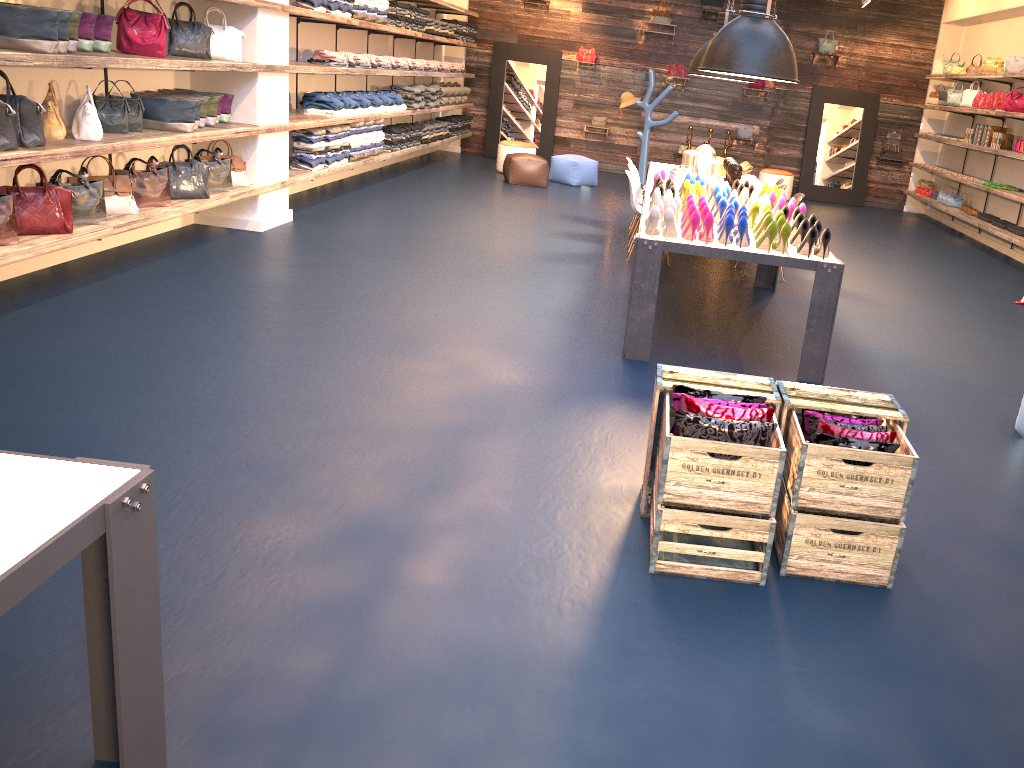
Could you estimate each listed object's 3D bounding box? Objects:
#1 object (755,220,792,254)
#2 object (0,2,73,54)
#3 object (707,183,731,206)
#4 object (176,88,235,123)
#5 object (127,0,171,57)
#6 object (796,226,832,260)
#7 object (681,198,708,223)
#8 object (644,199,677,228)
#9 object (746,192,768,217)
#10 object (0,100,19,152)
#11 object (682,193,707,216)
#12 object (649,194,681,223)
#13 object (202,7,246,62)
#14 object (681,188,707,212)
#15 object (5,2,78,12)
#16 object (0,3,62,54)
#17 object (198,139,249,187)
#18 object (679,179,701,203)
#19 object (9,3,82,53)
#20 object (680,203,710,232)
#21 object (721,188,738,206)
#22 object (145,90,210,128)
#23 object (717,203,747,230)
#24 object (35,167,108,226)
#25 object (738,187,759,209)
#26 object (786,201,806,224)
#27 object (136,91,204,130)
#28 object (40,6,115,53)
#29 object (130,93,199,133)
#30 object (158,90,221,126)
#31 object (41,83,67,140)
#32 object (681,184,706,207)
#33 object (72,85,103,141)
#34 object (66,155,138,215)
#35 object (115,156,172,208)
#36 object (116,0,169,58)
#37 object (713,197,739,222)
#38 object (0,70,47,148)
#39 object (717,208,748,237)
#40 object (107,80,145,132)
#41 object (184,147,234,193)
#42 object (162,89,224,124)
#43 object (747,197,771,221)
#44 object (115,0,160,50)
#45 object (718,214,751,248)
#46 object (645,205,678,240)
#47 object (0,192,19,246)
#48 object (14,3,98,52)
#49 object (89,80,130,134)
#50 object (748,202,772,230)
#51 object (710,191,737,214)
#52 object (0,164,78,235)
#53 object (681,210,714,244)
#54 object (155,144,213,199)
[{"bbox_3d":[1.570,-0.892,5.186,0.204,0.191,0.245,6,19,-3],"label":"object"},{"bbox_3d":[-2.564,-1.885,4.595,0.444,0.226,0.170,-2,19,-24],"label":"object"},{"bbox_3d":[1.634,-1.480,6.800,0.201,0.191,0.249,8,19,4],"label":"object"},{"bbox_3d":[-2.401,-2.173,6.802,0.437,0.230,0.173,1,18,-17],"label":"object"},{"bbox_3d":[-2.469,-2.433,5.856,0.315,0.401,0.129,-3,18,-27],"label":"object"},{"bbox_3d":[1.816,-0.859,5.187,0.201,0.191,0.249,8,19,4],"label":"object"},{"bbox_3d":[1.217,-1.134,5.712,0.198,0.191,0.252,9,19,8],"label":"object"},{"bbox_3d":[0.942,-1.069,5.436,0.205,0.191,0.244,5,19,-4],"label":"object"},{"bbox_3d":[1.844,-1.353,6.532,0.201,0.191,0.249,8,19,4],"label":"object"},{"bbox_3d":[-2.668,-1.368,4.305,0.424,0.377,0.197,7,17,1],"label":"object"},{"bbox_3d":[1.271,-1.221,5.966,0.197,0.191,0.254,10,19,11],"label":"object"},{"bbox_3d":[1.016,-1.158,5.704,0.208,0.191,0.240,3,19,-9],"label":"object"},{"bbox_3d":[-2.246,-2.660,6.592,0.463,0.377,0.180,-10,23,-41],"label":"object"},{"bbox_3d":[1.321,-1.313,6.234,0.201,0.191,0.249,8,19,4],"label":"object"},{"bbox_3d":[-2.684,-2.016,4.912,0.438,0.230,0.173,1,18,-18],"label":"object"},{"bbox_3d":[-2.533,-1.824,4.441,0.436,0.226,0.174,1,18,-16],"label":"object"},{"bbox_3d":[-2.296,-1.754,6.884,0.417,0.359,0.167,-11,24,-43],"label":"object"},{"bbox_3d":[1.404,-1.510,6.796,0.199,0.191,0.251,9,19,7],"label":"object"},{"bbox_3d":[-2.597,-1.949,4.765,0.442,0.230,0.171,-1,19,-22],"label":"object"},{"bbox_3d":[1.166,-1.045,5.452,0.201,0.191,0.249,8,19,4],"label":"object"},{"bbox_3d":[1.618,-1.384,6.532,0.201,0.191,0.249,8,19,4],"label":"object"},{"bbox_3d":[-2.408,-1.976,6.267,0.443,0.230,0.171,-1,19,-22],"label":"object"},{"bbox_3d":[1.466,-1.108,5.733,0.202,0.191,0.248,7,19,2],"label":"object"},{"bbox_3d":[-2.536,-1.090,5.042,0.410,0.331,0.202,-11,24,-43],"label":"object"},{"bbox_3d":[1.838,-1.446,6.782,0.203,0.191,0.246,6,19,0],"label":"object"},{"bbox_3d":[2.023,-1.226,6.254,0.203,0.191,0.247,7,19,0],"label":"object"},{"bbox_3d":[-2.394,-1.911,6.089,0.445,0.226,0.170,-2,19,-25],"label":"object"},{"bbox_3d":[-2.648,-2.149,5.285,0.436,0.230,0.174,1,18,-16],"label":"object"},{"bbox_3d":[-2.364,-1.845,5.922,0.437,0.226,0.174,1,18,-17],"label":"object"},{"bbox_3d":[-2.392,-2.041,6.450,0.439,0.230,0.173,0,18,-18],"label":"object"},{"bbox_3d":[-2.651,-1.571,4.976,0.166,0.302,0.324,-3,20,-25],"label":"object"},{"bbox_3d":[1.379,-1.409,6.513,0.201,0.191,0.249,8,19,4],"label":"object"},{"bbox_3d":[-2.510,-1.606,5.123,0.166,0.302,0.324,-3,20,-25],"label":"object"},{"bbox_3d":[-2.554,-1.238,5.395,0.417,0.359,0.167,-11,24,-43],"label":"object"},{"bbox_3d":[-2.430,-1.344,5.762,0.202,0.331,0.410,20,23,39],"label":"object"},{"bbox_3d":[-2.389,-2.304,5.606,0.206,0.354,0.267,15,20,28],"label":"object"},{"bbox_3d":[1.482,-1.199,5.984,0.201,0.191,0.249,8,19,4],"label":"object"},{"bbox_3d":[-2.651,-1.446,4.520,0.433,0.377,0.193,5,17,-6],"label":"object"},{"bbox_3d":[1.405,-1.023,5.482,0.201,0.191,0.249,8,19,4],"label":"object"},{"bbox_3d":[-2.498,-1.786,5.593,0.256,0.322,0.102,-9,21,-39],"label":"object"},{"bbox_3d":[-2.272,-1.619,6.565,0.410,0.331,0.202,-11,24,-43],"label":"object"},{"bbox_3d":[-2.424,-2.107,6.616,0.443,0.230,0.171,-1,19,-22],"label":"object"},{"bbox_3d":[1.782,-1.261,6.262,0.201,0.191,0.249,8,19,4],"label":"object"},{"bbox_3d":[-2.449,-2.367,5.721,0.215,0.376,0.271,14,19,25],"label":"object"},{"bbox_3d":[1.341,-0.929,5.203,0.197,0.191,0.254,10,19,11],"label":"object"},{"bbox_3d":[0.894,-0.974,5.161,0.198,0.191,0.252,9,19,9],"label":"object"},{"bbox_3d":[-2.673,-0.858,4.360,0.202,0.331,0.410,20,23,39],"label":"object"},{"bbox_3d":[-2.664,-2.078,5.087,0.442,0.230,0.171,-1,19,-22],"label":"object"},{"bbox_3d":[-2.522,-1.731,5.435,0.256,0.322,0.102,-9,21,-39],"label":"object"},{"bbox_3d":[1.698,-1.165,5.970,0.201,0.191,0.249,8,19,4],"label":"object"},{"bbox_3d":[1.545,-1.300,6.281,0.207,0.191,0.250,8,19,3],"label":"object"},{"bbox_3d":[-2.604,-1.011,4.721,0.180,0.377,0.463,20,22,39],"label":"object"},{"bbox_3d":[1.121,-0.949,5.177,0.202,0.191,0.247,7,19,1],"label":"object"},{"bbox_3d":[-2.344,-1.515,6.177,0.180,0.377,0.463,18,22,36],"label":"object"}]
